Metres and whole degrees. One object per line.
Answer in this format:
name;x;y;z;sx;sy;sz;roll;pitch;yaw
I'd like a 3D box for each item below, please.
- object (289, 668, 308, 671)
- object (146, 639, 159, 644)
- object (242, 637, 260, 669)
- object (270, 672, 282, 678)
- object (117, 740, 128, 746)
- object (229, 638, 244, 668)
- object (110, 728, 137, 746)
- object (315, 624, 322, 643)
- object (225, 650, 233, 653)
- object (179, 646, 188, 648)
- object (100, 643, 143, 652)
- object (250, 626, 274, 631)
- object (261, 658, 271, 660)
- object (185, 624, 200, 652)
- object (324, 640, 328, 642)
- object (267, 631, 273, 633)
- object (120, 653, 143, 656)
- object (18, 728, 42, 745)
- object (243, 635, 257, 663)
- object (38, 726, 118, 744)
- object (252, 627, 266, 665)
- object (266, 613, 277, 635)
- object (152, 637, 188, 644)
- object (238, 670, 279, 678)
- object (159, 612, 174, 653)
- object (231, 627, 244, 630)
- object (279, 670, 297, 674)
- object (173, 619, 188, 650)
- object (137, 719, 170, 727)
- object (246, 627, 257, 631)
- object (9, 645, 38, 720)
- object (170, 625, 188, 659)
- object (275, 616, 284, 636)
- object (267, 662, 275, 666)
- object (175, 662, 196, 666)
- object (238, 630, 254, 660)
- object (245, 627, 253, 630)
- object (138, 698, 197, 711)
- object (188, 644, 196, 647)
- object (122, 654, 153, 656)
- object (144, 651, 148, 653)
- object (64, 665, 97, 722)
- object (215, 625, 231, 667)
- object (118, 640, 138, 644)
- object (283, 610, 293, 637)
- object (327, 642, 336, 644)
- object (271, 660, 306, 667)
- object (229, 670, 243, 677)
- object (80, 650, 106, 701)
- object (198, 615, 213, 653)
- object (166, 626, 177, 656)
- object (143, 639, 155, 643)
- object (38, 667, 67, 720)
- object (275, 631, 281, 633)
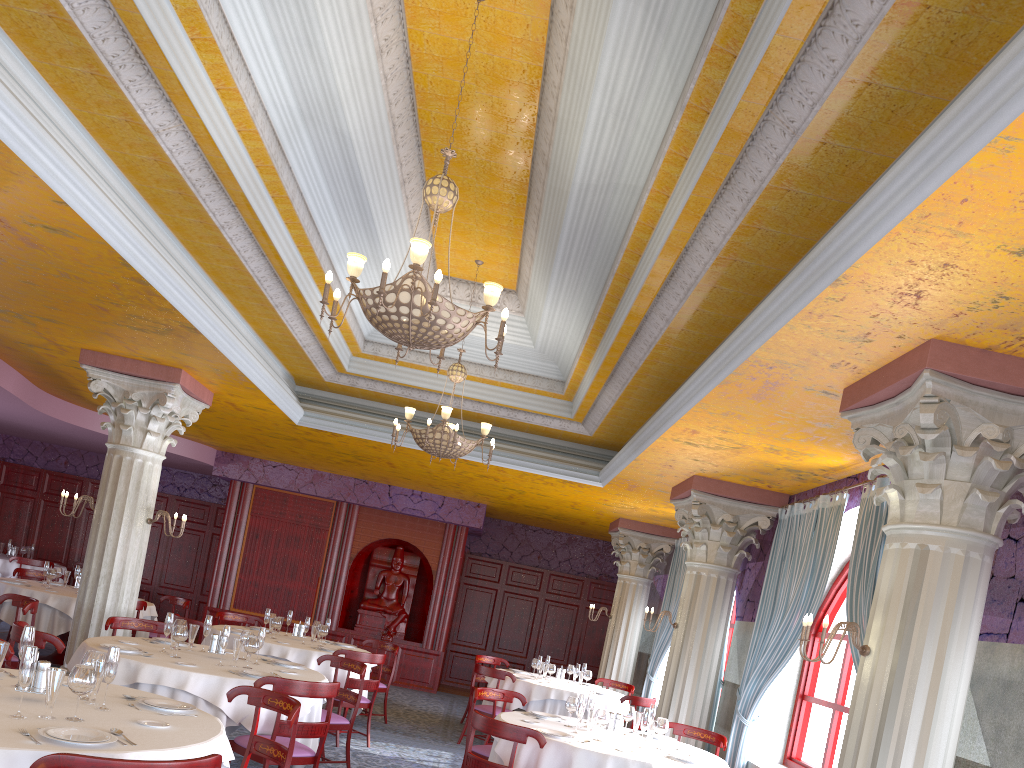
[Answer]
object;-1.938;2.567;7.719;0.027;0.013;0.242;1;-18;42
object;-3.209;2.305;7.660;0.250;0.003;0.023;-2;-19;42
object;-2.179;2.240;7.133;0.125;0.262;0.120;13;-3;-32
object;-1.893;2.373;6.954;0.057;0.019;0.254;22;-18;-39
object;-1.796;1.601;3.866;0.250;0.003;0.023;-2;-19;42
object;-2.271;2.216;7.059;0.084;0.235;0.088;11;-1;24
object;-1.770;1.605;3.896;0.057;0.019;0.254;22;-18;-39
object;-2.446;3.173;10.882;0.086;0.235;0.086;11;-1;2
object;-2.646;2.497;7.981;0.159;0.009;0.163;11;-14;-1
object;-2.952;2.362;7.698;0.029;0.010;0.144;-1;-19;44
object;-3.068;2.079;6.725;0.313;0.024;0.322;11;-14;-1
object;-3.249;3.184;11.123;0.309;0.024;0.327;0;-18;38
object;-2.229;2.572;7.975;0.054;0.019;0.267;-2;-19;46
object;-2.811;2.230;7.523;0.086;0.235;0.086;11;-1;2
object;-2.362;3.405;11.290;0.054;0.019;0.267;-2;-19;46
object;-3.085;3.195;11.014;0.029;0.010;0.144;-1;-19;44
object;-2.925;2.095;6.633;0.022;0.003;0.264;-1;-19;41
object;-2.022;1.481;3.598;0.229;0.013;0.028;-3;-18;43
object;-2.313;2.340;7.567;0.086;0.235;0.086;11;-1;2
object;-1.884;1.534;3.718;0.313;0.024;0.322;11;-14;-1
object;-2.205;2.290;7.485;0.076;0.333;0.072;11;0;-32
object;-3.031;3.014;10.764;0.123;0.262;0.122;12;-2;-10
object;-3.117;2.351;7.807;0.320;0.024;0.316;17;-15;-20
object;-2.006;2.303;6.776;0.313;0.024;0.322;11;-14;-1
object;-2.858;2.060;7.096;0.075;0.333;0.073;11;0;-10
object;-3.380;3.021;10.563;0.165;0.009;0.157;23;-19;-39
object;-1.926;2.480;7.370;0.156;0.009;0.166;0;-18;38
object;-2.898;2.180;7.449;0.125;0.262;0.120;13;-3;-32
object;-1.804;1.711;4.312;0.162;0.009;0.160;17;-15;-20
object;-3.341;3.139;10.975;0.250;0.003;0.023;-2;-19;42
object;-2.219;1.358;3.900;0.072;0.333;0.076;11;0;35
object;-2.694;2.084;6.924;0.123;0.262;0.122;12;-2;-10
object;-2.943;3.064;10.838;0.084;0.235;0.088;11;-1;24
object;-2.164;2.515;7.690;0.137;0.010;0.031;-4;-19;45
object;-2.528;2.171;6.635;0.156;0.009;0.166;0;-18;38
object;-2.383;2.336;7.658;0.121;0.262;0.125;11;-2;13
object;-3.363;3.118;10.945;0.057;0.019;0.254;22;-18;-39
object;-1.932;1.805;4.801;0.313;0.024;0.322;11;-14;-1
object;-2.981;2.415;7.928;0.229;0.013;0.028;-3;-18;43
object;-2.894;2.086;6.609;0.054;0.019;0.267;-2;-19;46
object;-2.962;2.151;6.894;0.137;0.010;0.031;-4;-19;45
object;-2.057;1.471;4.075;0.121;0.262;0.125;11;-2;13
object;-2.341;2.127;6.958;0.072;0.333;0.076;11;0;35
object;-3.247;2.187;7.247;0.165;0.009;0.157;23;-19;-39
object;-2.854;3.057;10.938;0.072;0.333;0.076;11;0;35
object;-2.334;3.413;11.266;0.022;0.003;0.264;-1;-19;41
object;-2.054;2.574;7.859;0.308;0.024;0.327;3;-16;28
object;-2.144;2.250;6.656;0.229;0.013;0.028;-3;-18;43
object;-2.261;1.567;4.600;0.121;0.262;0.125;11;-2;13
object;-2.722;2.224;7.622;0.072;0.333;0.076;11;0;35
object;-2.769;2.107;7.015;0.084;0.235;0.088;11;-1;24
object;-3.231;2.284;7.630;0.057;0.019;0.254;22;-18;-39
object;-2.149;1.448;4.001;0.087;0.235;0.085;12;-1;-21
object;-3.113;3.248;11.244;0.229;0.013;0.028;-3;-18;43
